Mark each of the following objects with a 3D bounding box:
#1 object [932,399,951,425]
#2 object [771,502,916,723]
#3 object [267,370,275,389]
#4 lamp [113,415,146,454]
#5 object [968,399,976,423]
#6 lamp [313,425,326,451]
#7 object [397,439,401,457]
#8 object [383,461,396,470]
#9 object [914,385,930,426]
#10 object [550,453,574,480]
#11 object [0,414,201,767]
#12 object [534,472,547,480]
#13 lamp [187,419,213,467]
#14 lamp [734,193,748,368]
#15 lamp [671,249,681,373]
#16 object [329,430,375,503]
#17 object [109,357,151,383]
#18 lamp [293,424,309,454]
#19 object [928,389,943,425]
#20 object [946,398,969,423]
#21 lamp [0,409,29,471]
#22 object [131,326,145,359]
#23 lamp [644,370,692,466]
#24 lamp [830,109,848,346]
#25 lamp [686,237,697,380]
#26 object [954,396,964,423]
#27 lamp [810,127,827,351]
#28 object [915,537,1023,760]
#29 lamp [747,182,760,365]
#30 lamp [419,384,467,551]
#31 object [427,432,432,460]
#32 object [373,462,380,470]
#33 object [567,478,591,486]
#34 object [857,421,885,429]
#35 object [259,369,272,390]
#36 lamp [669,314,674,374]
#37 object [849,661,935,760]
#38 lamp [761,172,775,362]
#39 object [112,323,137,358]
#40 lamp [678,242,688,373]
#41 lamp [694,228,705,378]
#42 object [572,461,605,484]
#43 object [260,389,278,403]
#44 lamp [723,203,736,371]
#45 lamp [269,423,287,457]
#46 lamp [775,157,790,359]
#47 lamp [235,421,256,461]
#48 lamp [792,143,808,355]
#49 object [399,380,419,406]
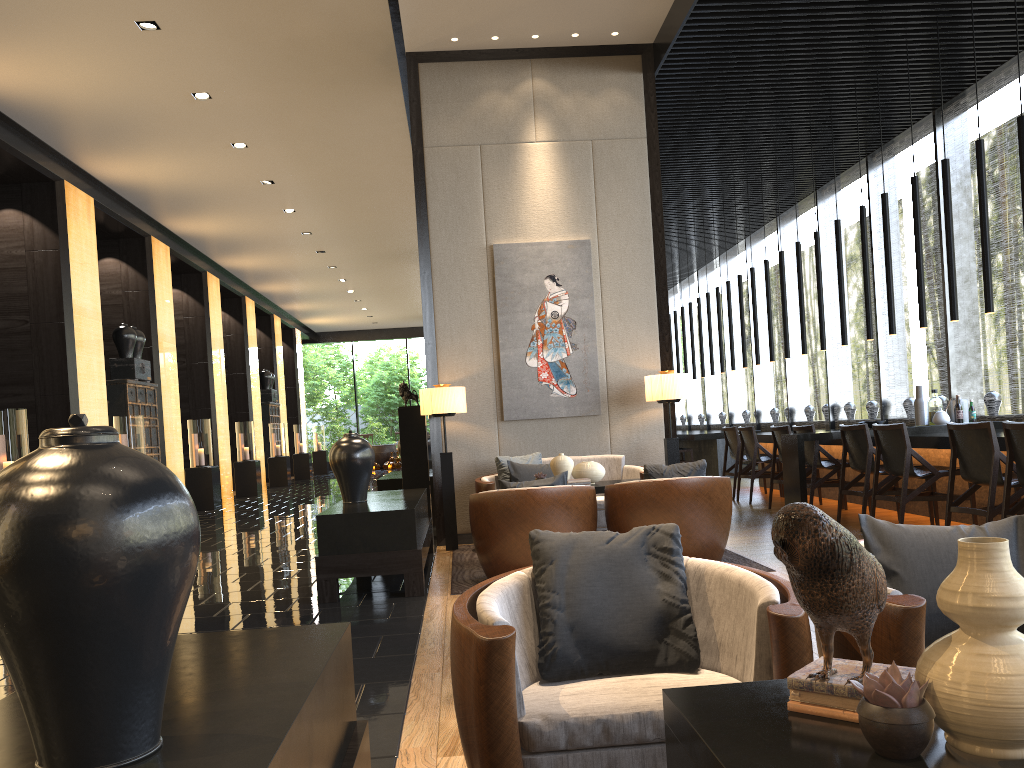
[{"bbox_3d":[3.618,0.235,7.468,0.135,0.217,0.136,-3,0,-16],"label":"object"},{"bbox_3d":[0.465,0.313,1.240,0.174,0.309,0.228,-4,-1,42],"label":"object"},{"bbox_3d":[-5.849,-0.094,21.240,0.311,0.493,0.312,-3,-1,-22],"label":"object"},{"bbox_3d":[-4.644,0.753,10.770,0.337,0.729,0.336,-4,0,2],"label":"lamp"},{"bbox_3d":[3.870,0.229,7.448,0.056,0.197,0.056,-4,0,-2],"label":"object"},{"bbox_3d":[-5.535,1.553,25.426,0.336,0.729,0.337,-4,0,-16],"label":"lamp"},{"bbox_3d":[-1.145,0.770,10.078,0.311,0.493,0.312,-3,-1,-22],"label":"object"},{"bbox_3d":[-3.568,2.367,25.768,0.369,0.229,0.370,-4,-2,-1],"label":"object"},{"bbox_3d":[3.507,0.185,7.585,0.113,0.344,0.113,-4,0,-8],"label":"object"},{"bbox_3d":[0.361,0.616,6.364,0.171,0.236,0.171,-4,-1,31],"label":"object"},{"bbox_3d":[-0.611,0.289,1.280,0.311,0.493,0.312,-3,0,-15],"label":"object"},{"bbox_3d":[0.209,0.692,6.445,0.091,0.112,0.091,-3,-1,-41],"label":"object"},{"bbox_3d":[-4.822,0.913,13.701,0.336,0.729,0.337,-4,0,-2],"label":"lamp"},{"bbox_3d":[3.080,-1.423,11.966,0.060,2.421,0.060,-4,0,-9],"label":"lamp"},{"bbox_3d":[2.863,-1.228,15.532,0.060,2.421,0.060,-4,1,-39],"label":"lamp"},{"bbox_3d":[-1.092,0.563,6.070,0.312,0.493,0.311,-4,0,15],"label":"object"},{"bbox_3d":[-5.269,-0.179,12.267,0.365,0.315,0.606,-3,-2,-4],"label":"object"},{"bbox_3d":[-5.357,1.393,22.495,0.336,0.729,0.337,-4,0,-2],"label":"lamp"},{"bbox_3d":[3.654,0.198,7.638,0.129,0.305,0.129,-4,0,-18],"label":"object"},{"bbox_3d":[3.826,0.228,7.597,0.168,0.219,0.169,-3,-1,-8],"label":"object"},{"bbox_3d":[-4.466,0.593,7.839,0.336,0.729,0.337,-4,0,-31],"label":"lamp"},{"bbox_3d":[-5.314,-0.574,12.437,0.311,0.493,0.312,-3,-1,-22],"label":"object"},{"bbox_3d":[1.327,0.568,7.341,0.375,1.351,0.374,-3,0,26],"label":"lamp"},{"bbox_3d":[3.268,-1.591,8.882,0.060,2.421,0.060,-4,0,-9],"label":"lamp"},{"bbox_3d":[2.925,-1.283,14.518,0.060,2.421,0.060,-4,1,-39],"label":"lamp"},{"bbox_3d":[3.772,0.216,7.482,0.067,0.237,0.067,-4,0,-10],"label":"object"},{"bbox_3d":[3.236,-1.563,9.397,0.060,2.421,0.060,-4,0,-9],"label":"lamp"},{"bbox_3d":[0.597,0.323,1.108,0.174,0.257,0.174,-4,-1,16],"label":"object"},{"bbox_3d":[3.111,-1.451,11.453,0.060,2.421,0.060,-4,0,-9],"label":"lamp"},{"bbox_3d":[-0.529,0.680,7.229,0.374,1.348,0.375,-4,0,-42],"label":"lamp"},{"bbox_3d":[-1.450,1.043,15.090,0.312,0.493,0.311,-4,0,15],"label":"object"},{"bbox_3d":[-4.027,2.395,25.736,0.370,0.229,0.369,-4,-2,19],"label":"object"},{"bbox_3d":[0.459,0.696,6.230,0.174,0.051,0.138,-3,-3,-8],"label":"object"},{"bbox_3d":[3.065,0.353,7.542,0.227,0.067,0.227,-4,-3,-1],"label":"object"},{"bbox_3d":[-5.829,-0.112,20.908,0.311,0.493,0.312,-3,-1,-30],"label":"object"},{"bbox_3d":[2.836,-1.204,15.978,0.060,2.421,0.060,-4,1,-39],"label":"lamp"},{"bbox_3d":[0.477,0.404,1.104,0.091,0.112,0.091,-3,-1,-41],"label":"object"},{"bbox_3d":[3.143,-1.479,10.929,0.060,2.421,0.060,-4,0,-9],"label":"lamp"},{"bbox_3d":[-5.294,-0.593,12.105,0.311,0.493,0.312,-3,-1,-37],"label":"object"},{"bbox_3d":[2.894,-1.256,15.025,0.060,2.421,0.060,-4,1,-39],"label":"lamp"},{"bbox_3d":[2.956,-1.311,14.007,0.060,2.421,0.060,-4,0,-9],"label":"lamp"},{"bbox_3d":[0.556,0.645,6.432,0.245,0.168,0.245,-4,-2,-1],"label":"object"},{"bbox_3d":[-5.804,0.301,21.070,0.365,0.315,0.606,-3,-2,-4],"label":"object"},{"bbox_3d":[3.049,-1.395,12.478,0.060,2.421,0.060,-4,0,-9],"label":"lamp"},{"bbox_3d":[-5.179,1.233,19.564,0.336,0.729,0.337,-4,0,-2],"label":"lamp"},{"bbox_3d":[3.174,-1.507,10.422,0.060,2.421,0.060,-4,0,-9],"label":"lamp"},{"bbox_3d":[-5.001,1.073,16.632,0.336,0.729,0.337,-4,0,-2],"label":"lamp"},{"bbox_3d":[3.205,-1.535,9.910,0.060,2.421,0.060,-4,0,-9],"label":"lamp"},{"bbox_3d":[-0.945,0.088,8.099,0.176,0.246,0.115,-4,0,-4],"label":"object"}]
